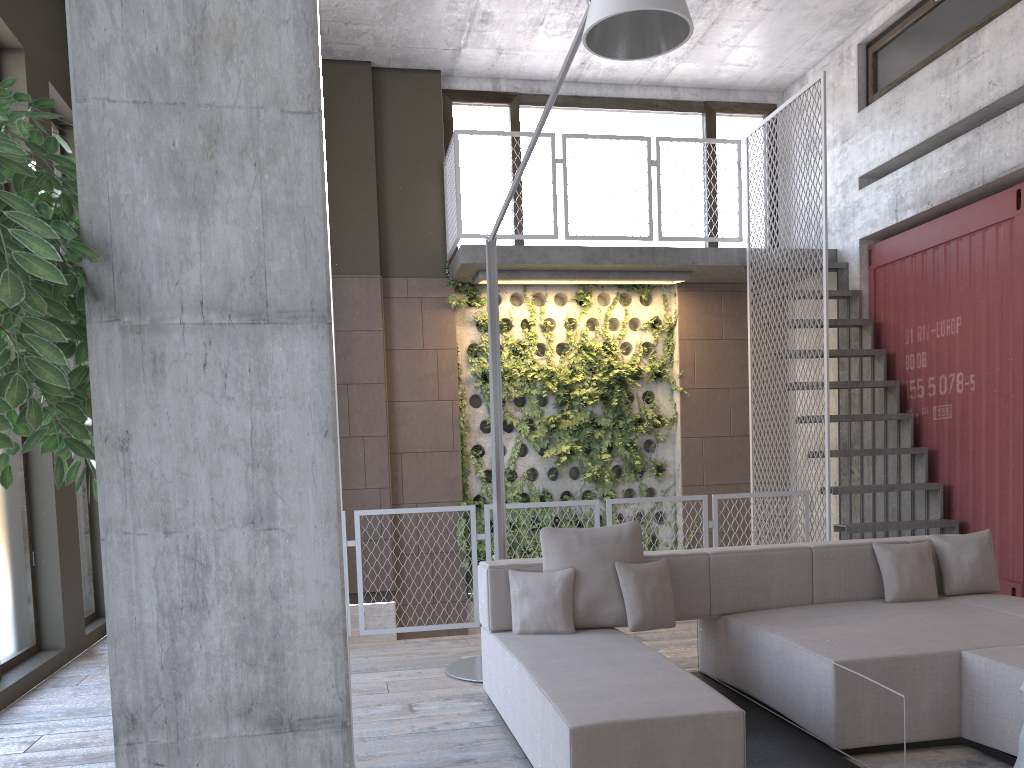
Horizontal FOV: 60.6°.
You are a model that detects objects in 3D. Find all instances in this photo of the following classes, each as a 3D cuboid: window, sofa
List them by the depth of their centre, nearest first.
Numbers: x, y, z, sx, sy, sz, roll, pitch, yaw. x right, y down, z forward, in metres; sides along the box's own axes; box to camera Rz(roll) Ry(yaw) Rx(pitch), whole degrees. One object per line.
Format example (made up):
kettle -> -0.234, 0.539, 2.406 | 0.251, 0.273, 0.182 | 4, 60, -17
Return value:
window -> -2.773, -0.483, 2.949 | 0.209, 4.172, 9.221 | -3, -3, -13
sofa -> 1.563, 1.212, 3.770 | 2.994, 0.788, 3.017 | -1, -4, -11
window -> 4.025, -3.156, 3.864 | 0.113, 0.607, 8.453 | -3, -5, -11
window -> 1.071, -2.040, 9.049 | 3.562, 1.761, 0.109 | -1, 3, -11

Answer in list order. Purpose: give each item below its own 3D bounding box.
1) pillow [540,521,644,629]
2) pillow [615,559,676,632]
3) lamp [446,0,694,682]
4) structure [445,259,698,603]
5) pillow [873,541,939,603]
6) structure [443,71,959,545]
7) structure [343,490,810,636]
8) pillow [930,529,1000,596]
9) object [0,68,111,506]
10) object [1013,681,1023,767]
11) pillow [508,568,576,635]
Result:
pillow -> 0.431, 1.009, 4.614 | 0.563, 0.560, 0.220 | -2, 2, -9
pillow -> 0.708, 1.098, 4.567 | 0.375, 0.374, 0.169 | -2, 2, -37
lamp -> 0.263, 0.027, 4.694 | 0.754, 3.440, 2.627 | -3, 1, -24
structure -> 0.670, 0.556, 8.848 | 2.625, 3.841, 0.999 | -2, 3, -11
pillow -> 2.251, 1.074, 4.982 | 0.370, 0.361, 0.186 | -2, 2, -11
structure -> 1.442, -0.129, 7.826 | 3.680, 4.336, 3.029 | -2, 1, -11
structure -> 0.096, 1.470, 7.743 | 4.423, 0.938, 1.929 | -1, -3, -11
pillow -> 2.632, 1.032, 5.074 | 0.362, 0.368, 0.187 | -2, 2, -6
object -> -1.126, 0.242, 1.603 | 0.995, 1.873, 0.968 | -4, 3, -45
object -> 2.409, 1.231, 2.745 | 1.044, 0.504, 1.597 | -2, -4, 7
pillow -> 0.153, 1.140, 4.536 | 0.369, 0.379, 0.150 | -2, 2, 22
